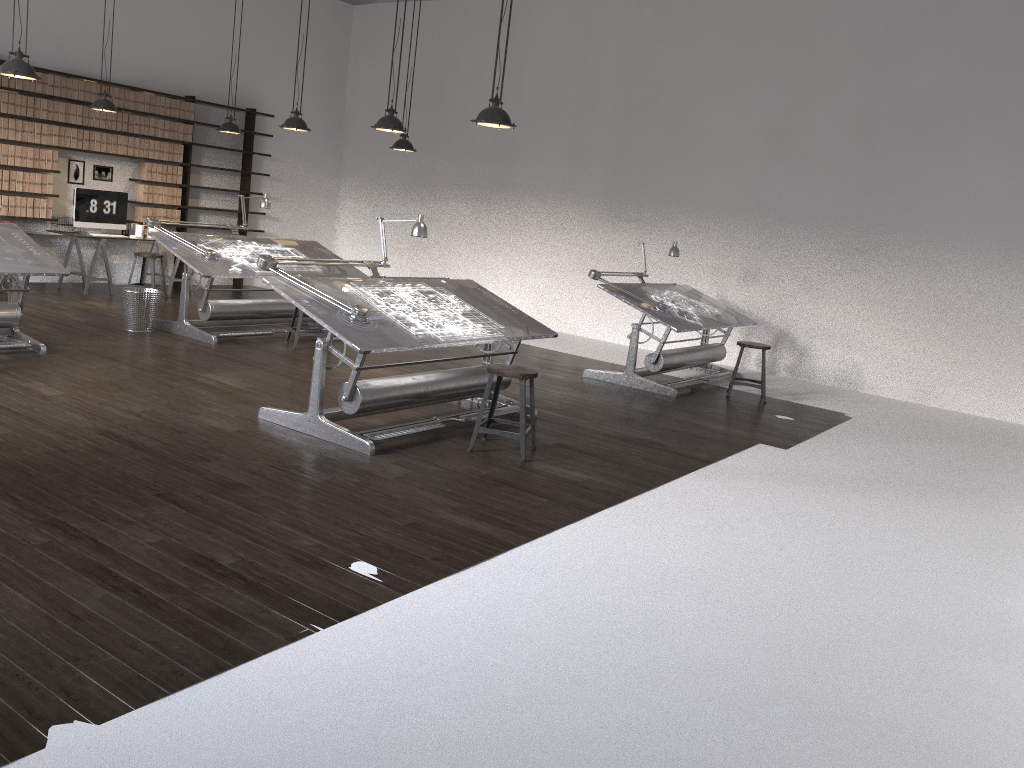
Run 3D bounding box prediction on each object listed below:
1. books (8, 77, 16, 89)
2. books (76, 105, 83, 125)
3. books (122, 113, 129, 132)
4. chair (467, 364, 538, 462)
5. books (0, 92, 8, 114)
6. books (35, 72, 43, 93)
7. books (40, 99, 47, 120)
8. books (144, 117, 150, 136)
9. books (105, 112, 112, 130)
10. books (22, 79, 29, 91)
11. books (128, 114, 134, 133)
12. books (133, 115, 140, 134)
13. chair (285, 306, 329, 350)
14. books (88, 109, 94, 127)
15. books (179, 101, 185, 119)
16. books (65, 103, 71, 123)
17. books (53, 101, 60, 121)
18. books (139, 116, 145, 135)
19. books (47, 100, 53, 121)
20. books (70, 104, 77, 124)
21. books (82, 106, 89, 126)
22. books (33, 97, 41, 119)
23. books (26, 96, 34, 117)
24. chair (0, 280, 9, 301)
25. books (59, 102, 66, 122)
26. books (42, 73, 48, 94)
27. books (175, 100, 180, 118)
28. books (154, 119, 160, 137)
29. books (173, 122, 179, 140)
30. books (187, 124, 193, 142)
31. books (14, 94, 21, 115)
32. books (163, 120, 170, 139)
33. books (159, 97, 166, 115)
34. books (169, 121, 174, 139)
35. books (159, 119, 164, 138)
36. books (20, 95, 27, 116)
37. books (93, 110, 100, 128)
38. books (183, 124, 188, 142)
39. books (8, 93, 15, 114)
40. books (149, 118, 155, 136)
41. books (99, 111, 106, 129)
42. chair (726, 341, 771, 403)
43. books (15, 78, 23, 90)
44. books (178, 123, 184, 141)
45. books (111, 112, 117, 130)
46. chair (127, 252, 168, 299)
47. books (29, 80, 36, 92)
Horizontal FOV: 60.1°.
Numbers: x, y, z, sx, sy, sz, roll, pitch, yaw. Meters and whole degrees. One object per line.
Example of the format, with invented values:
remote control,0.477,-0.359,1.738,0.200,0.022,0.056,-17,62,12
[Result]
books,-5.442,-3.312,9.577,0.175,0.224,0.067,13,10,34
books,-5.040,-3.107,10.234,0.175,0.224,0.067,13,10,33
books,-4.717,-3.158,10.700,0.175,0.224,0.067,13,10,33
chair,-0.028,0.165,5.484,0.372,0.524,0.360,9,9,12
books,-5.512,-3.033,9.549,0.175,0.224,0.067,13,10,34
books,-5.278,-3.335,9.804,0.175,0.224,0.067,13,10,34
books,-5.274,-3.071,9.896,0.175,0.224,0.067,13,10,33
books,-4.558,-3.184,10.940,0.175,0.224,0.067,13,10,33
books,-4.837,-3.138,10.524,0.175,0.224,0.067,13,10,34
books,-5.361,-3.324,9.693,0.175,0.224,0.067,13,10,33
books,-4.679,-3.165,10.765,0.175,0.224,0.067,13,10,34
books,-4.635,-3.171,10.821,0.175,0.224,0.067,13,10,34
chair,-1.895,-0.597,8.323,0.371,0.524,0.361,2,10,-28
books,-4.965,-3.121,10.352,0.175,0.224,0.067,13,10,34
books,-4.254,-3.497,11.293,0.175,0.224,0.067,13,10,33
books,-5.120,-3.096,10.125,0.175,0.224,0.067,13,10,34
books,-5.197,-3.084,10.015,0.175,0.224,0.067,13,10,34
books,-4.598,-3.178,10.881,0.175,0.224,0.067,13,10,33
books,-5.237,-3.078,9.957,0.175,0.224,0.067,13,10,34
books,-5.083,-3.101,10.175,0.175,0.224,0.067,13,10,34
books,-5.003,-3.114,10.294,0.175,0.224,0.067,13,10,34
books,-5.318,-3.065,9.840,0.175,0.224,0.067,13,10,33
books,-5.356,-3.058,9.776,0.175,0.224,0.067,13,10,34
chair,-5.234,-1.079,8.769,0.358,0.524,0.374,8,9,7
books,-5.154,-3.089,10.067,0.175,0.224,0.067,13,10,33
books,-5.244,-3.342,9.861,0.175,0.224,0.067,13,10,33
books,-4.296,-3.490,11.231,0.175,0.224,0.067,13,10,33
books,-4.481,-3.196,11.049,0.175,0.224,0.067,13,10,33
books,-4.326,-3.221,11.277,0.175,0.224,0.067,13,10,33
books,-4.210,-3.238,11.439,0.175,0.224,0.067,13,10,34
books,-5.438,-3.046,9.663,0.175,0.224,0.067,13,10,34
books,-4.401,-3.207,11.159,0.175,0.224,0.067,13,10,34
books,-4.413,-3.472,11.060,0.175,0.224,0.067,13,10,33
books,-4.364,-3.214,11.219,0.175,0.224,0.067,13,10,33
books,-4.444,-3.201,11.100,0.175,0.224,0.067,13,10,33
books,-5.403,-3.052,9.718,0.175,0.224,0.067,13,10,33
books,-4.922,-3.126,10.407,0.175,0.224,0.067,13,10,33
books,-4.247,-3.233,11.388,0.175,0.224,0.067,13,10,34
books,-5.471,-3.039,9.608,0.175,0.224,0.067,13,10,33
books,-4.515,-3.189,10.992,0.175,0.224,0.067,13,10,34
books,-4.878,-3.132,10.465,0.175,0.224,0.067,13,10,33
chair,2.262,-0.123,8.429,0.372,0.524,0.360,9,9,12
books,-5.398,-3.317,9.633,0.175,0.224,0.067,13,10,34
books,-4.281,-3.226,11.330,0.175,0.224,0.067,13,10,33
books,-4.805,-3.145,10.579,0.175,0.224,0.067,13,10,33
chair,-4.226,-1.245,10.272,0.372,0.524,0.361,7,9,2
books,-5.321,-3.330,9.751,0.175,0.224,0.067,13,10,33
